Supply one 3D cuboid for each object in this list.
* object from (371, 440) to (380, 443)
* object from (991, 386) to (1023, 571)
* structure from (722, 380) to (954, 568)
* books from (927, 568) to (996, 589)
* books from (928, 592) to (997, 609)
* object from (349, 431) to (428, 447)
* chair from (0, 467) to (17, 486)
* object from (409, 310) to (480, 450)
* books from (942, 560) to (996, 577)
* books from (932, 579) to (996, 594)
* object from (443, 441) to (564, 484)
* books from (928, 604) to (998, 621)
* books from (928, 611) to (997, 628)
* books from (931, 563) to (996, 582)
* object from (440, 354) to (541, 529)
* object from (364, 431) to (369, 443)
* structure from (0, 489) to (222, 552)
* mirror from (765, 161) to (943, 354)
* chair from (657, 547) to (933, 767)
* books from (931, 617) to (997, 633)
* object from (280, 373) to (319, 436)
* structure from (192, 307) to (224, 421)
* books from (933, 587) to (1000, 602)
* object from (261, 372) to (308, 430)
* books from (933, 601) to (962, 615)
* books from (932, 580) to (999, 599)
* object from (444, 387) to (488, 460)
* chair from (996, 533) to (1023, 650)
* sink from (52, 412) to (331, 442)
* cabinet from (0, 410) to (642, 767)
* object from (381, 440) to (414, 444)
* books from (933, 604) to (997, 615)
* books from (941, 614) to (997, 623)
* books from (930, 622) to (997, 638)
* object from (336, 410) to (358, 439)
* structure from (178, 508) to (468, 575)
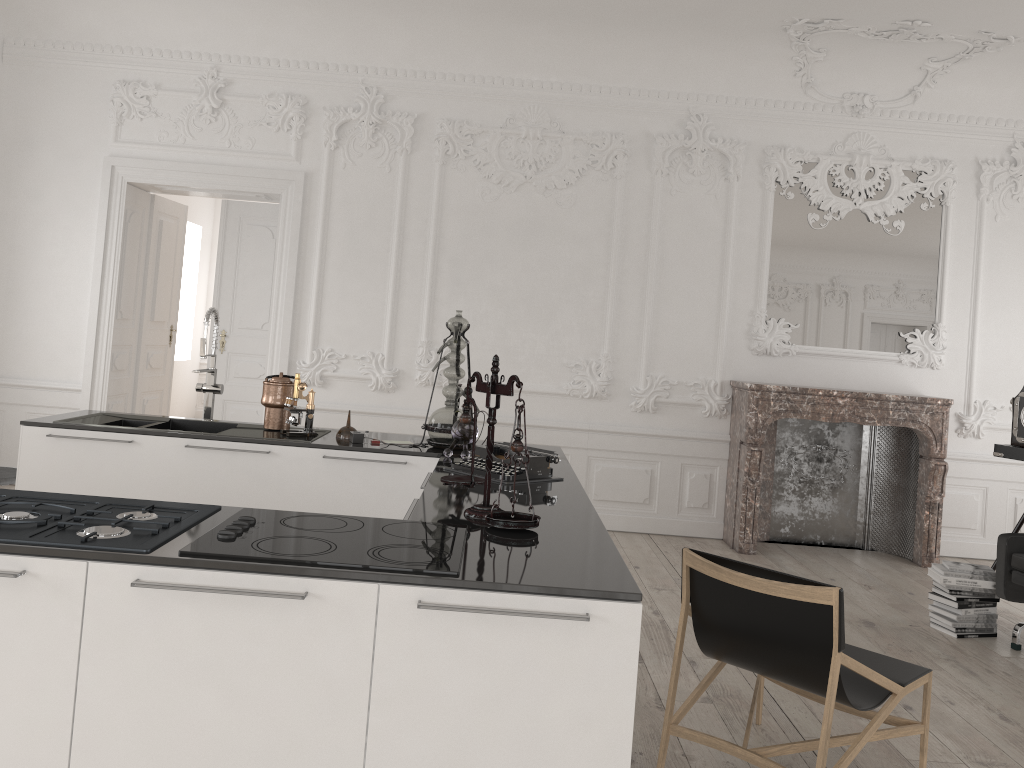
[{"bbox_3d":[-0.641,0.271,4.147,0.039,0.011,0.026,4,2,-21],"label":"object"},{"bbox_3d":[3.370,0.658,5.396,0.653,1.525,0.712,5,-1,-26],"label":"object"},{"bbox_3d":[2.432,0.662,6.746,1.544,1.250,0.659,5,-1,-1],"label":"structure"},{"bbox_3d":[2.516,1.085,4.933,0.310,0.041,0.199,5,3,6],"label":"books"},{"bbox_3d":[2.512,1.202,4.932,0.299,0.035,0.199,3,3,-23],"label":"books"},{"bbox_3d":[-0.567,0.260,4.132,0.375,0.045,0.124,4,2,-12],"label":"object"},{"bbox_3d":[-2.574,0.716,4.276,0.401,0.579,0.402,5,0,-27],"label":"chair"},{"bbox_3d":[-0.252,-0.021,4.167,0.295,0.652,0.317,4,-1,43],"label":"object"},{"bbox_3d":[2.553,1.030,4.940,0.243,0.022,0.172,5,3,14],"label":"books"},{"bbox_3d":[2.528,1.119,4.937,0.280,0.025,0.199,5,3,5],"label":"books"},{"bbox_3d":[-0.035,0.301,3.500,0.384,0.111,0.316,7,3,44],"label":"object"},{"bbox_3d":[2.514,1.270,4.933,0.289,0.026,0.206,4,3,-19],"label":"books"},{"bbox_3d":[2.512,1.315,4.931,0.280,0.025,0.199,4,3,-11],"label":"books"},{"bbox_3d":[2.528,1.053,4.939,0.290,0.026,0.205,5,3,7],"label":"books"},{"bbox_3d":[-0.067,0.155,2.673,0.167,0.491,0.514,5,0,-28],"label":"object"},{"bbox_3d":[-0.678,0.246,4.121,0.017,0.056,0.017,5,-1,-21],"label":"object"},{"bbox_3d":[-1.226,0.320,2.212,0.842,0.014,0.521,5,3,-1],"label":"structure"},{"bbox_3d":[2.697,-0.988,6.974,1.434,1.574,0.009,5,-2,-1],"label":"mirror"},{"bbox_3d":[0.948,0.963,2.977,0.632,0.772,0.778,5,0,44],"label":"chair"},{"bbox_3d":[2.514,1.340,4.928,0.273,0.025,0.199,4,3,-15],"label":"books"},{"bbox_3d":[-1.007,0.097,4.237,0.169,0.292,0.132,5,-1,-31],"label":"object"},{"bbox_3d":[-1.535,-0.097,4.412,0.130,0.583,0.279,5,-1,-1],"label":"structure"},{"bbox_3d":[2.526,1.172,4.926,0.276,0.025,0.199,4,3,-13],"label":"books"},{"bbox_3d":[-1.153,0.082,4.412,0.208,0.280,0.186,4,0,40],"label":"object"},{"bbox_3d":[2.529,1.240,4.941,0.252,0.030,0.194,3,3,-22],"label":"books"},{"bbox_3d":[2.529,1.145,4.934,0.274,0.025,0.199,5,3,1],"label":"books"},{"bbox_3d":[-0.180,0.169,3.915,0.222,0.312,0.203,5,0,-3],"label":"object"},{"bbox_3d":[3.253,0.974,4.465,1.085,0.965,0.975,4,1,-16],"label":"chair"},{"bbox_3d":[-1.498,0.271,4.226,1.165,0.141,0.485,5,2,-1],"label":"sink"},{"bbox_3d":[-0.992,0.738,3.218,2.461,0.883,2.707,5,2,-1],"label":"cabinet"},{"bbox_3d":[-0.546,0.279,4.214,0.140,0.004,0.094,3,3,-21],"label":"object"},{"bbox_3d":[2.529,1.240,4.941,0.258,0.035,0.199,3,3,-22],"label":"books"},{"bbox_3d":[2.536,1.292,4.932,0.242,0.022,0.172,4,3,-13],"label":"books"},{"bbox_3d":[2.510,1.367,4.920,0.276,0.025,0.199,4,3,-18],"label":"books"},{"bbox_3d":[-0.790,0.193,4.273,0.111,0.132,0.111,5,0,5],"label":"object"},{"bbox_3d":[-0.432,0.379,2.219,0.628,0.021,0.506,4,3,-1],"label":"structure"}]
